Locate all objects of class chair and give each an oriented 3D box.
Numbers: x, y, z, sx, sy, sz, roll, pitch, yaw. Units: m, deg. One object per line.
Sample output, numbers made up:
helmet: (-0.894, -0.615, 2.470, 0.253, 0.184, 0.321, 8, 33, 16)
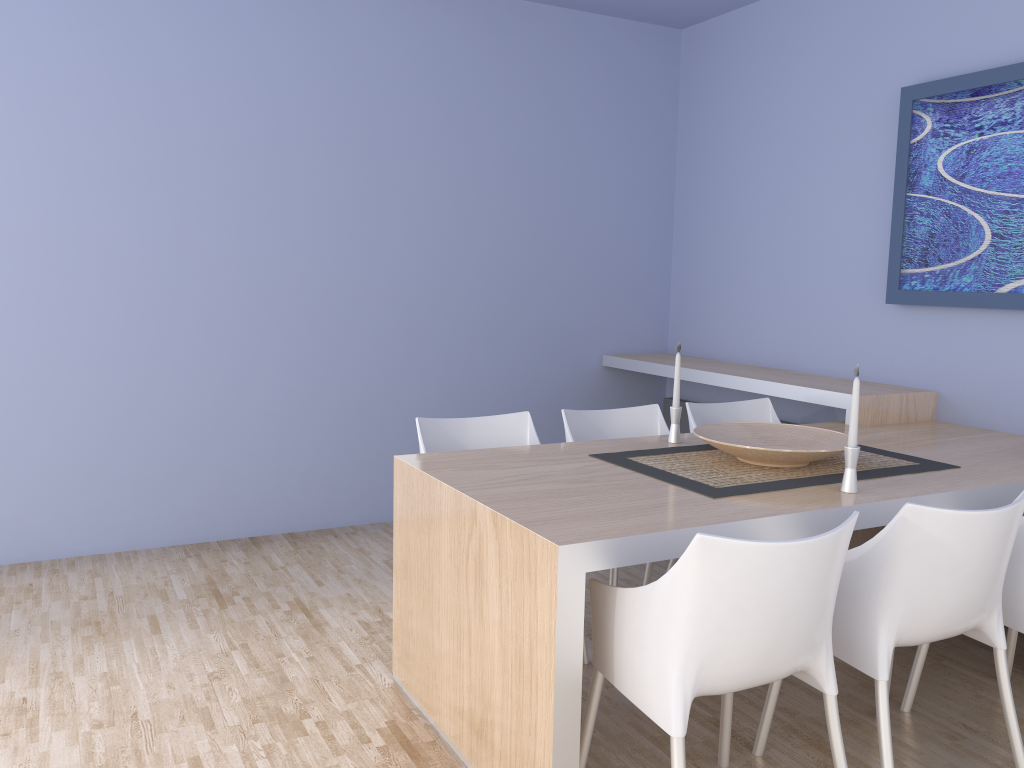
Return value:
chair: (0.446, 0.498, 3.272, 0.510, 0.793, 0.486, -2, 8, -27)
chair: (0.464, 0.653, 1.999, 0.510, 0.793, 0.486, -2, 8, -27)
chair: (-0.064, 0.518, 3.008, 0.510, 0.793, 0.486, -2, 8, -27)
chair: (0.992, 0.631, 2.272, 0.510, 0.793, 0.486, -2, 8, -27)
chair: (1.514, 0.610, 2.542, 0.510, 0.793, 0.486, -2, 8, -27)
chair: (0.955, 0.477, 3.536, 0.510, 0.793, 0.486, -2, 8, -27)

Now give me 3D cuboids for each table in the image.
table: (0.897, 0.594, 2.871, 2.340, 0.718, 1.002, -2, 8, -27)

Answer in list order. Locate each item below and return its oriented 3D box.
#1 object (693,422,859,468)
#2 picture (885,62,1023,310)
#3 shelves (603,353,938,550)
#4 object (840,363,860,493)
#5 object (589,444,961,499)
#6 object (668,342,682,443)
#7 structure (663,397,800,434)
object: (0.816, 0.198, 2.770, 0.493, 0.081, 0.493, 0, 7, -9)
picture: (1.926, -0.720, 3.222, 0.049, 0.901, 1.252, -2, 8, -27)
shelves: (1.608, 0.468, 3.534, 0.463, 0.840, 3.901, -2, 8, -27)
object: (0.914, 0.116, 2.374, 0.045, 0.349, 0.045, -2, 8, -27)
object: (0.814, 0.241, 2.770, 0.986, 0.005, 0.594, -2, 8, -28)
object: (0.565, 0.027, 3.043, 0.045, 0.349, 0.045, 3, 7, 14)
structure: (1.797, 0.554, 3.569, 0.064, 0.503, 3.843, -2, 8, -27)
